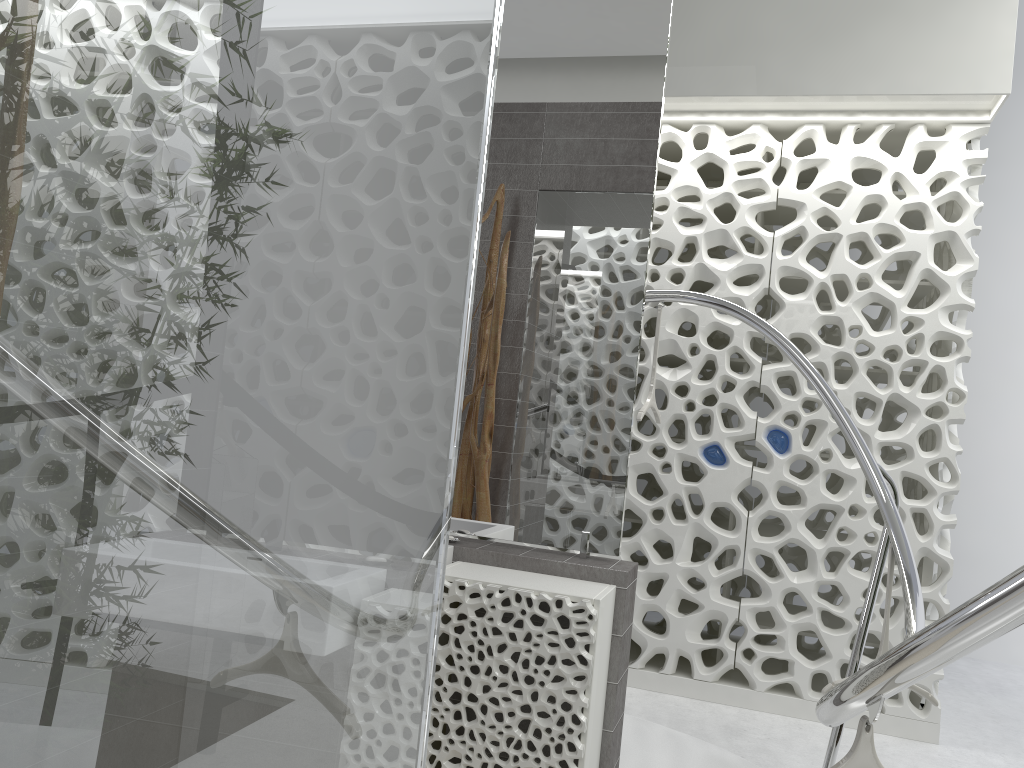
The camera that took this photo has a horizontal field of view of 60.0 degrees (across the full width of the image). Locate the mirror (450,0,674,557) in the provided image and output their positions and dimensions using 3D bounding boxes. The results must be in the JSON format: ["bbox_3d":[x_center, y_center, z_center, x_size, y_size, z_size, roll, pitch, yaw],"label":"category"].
[{"bbox_3d":[-0.103,-0.518,2.843,1.100,1.980,0.030,5,-2,17],"label":"mirror"}]

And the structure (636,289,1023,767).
[{"bbox_3d":[-1.448,0.297,2.106,5.250,2.080,5.433,5,-2,12],"label":"structure"}]

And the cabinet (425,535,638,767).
[{"bbox_3d":[-0.296,0.887,2.627,1.200,0.870,0.461,5,-2,17],"label":"cabinet"}]

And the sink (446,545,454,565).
[{"bbox_3d":[-0.540,0.596,2.596,0.650,0.598,0.478,5,-2,17],"label":"sink"}]
